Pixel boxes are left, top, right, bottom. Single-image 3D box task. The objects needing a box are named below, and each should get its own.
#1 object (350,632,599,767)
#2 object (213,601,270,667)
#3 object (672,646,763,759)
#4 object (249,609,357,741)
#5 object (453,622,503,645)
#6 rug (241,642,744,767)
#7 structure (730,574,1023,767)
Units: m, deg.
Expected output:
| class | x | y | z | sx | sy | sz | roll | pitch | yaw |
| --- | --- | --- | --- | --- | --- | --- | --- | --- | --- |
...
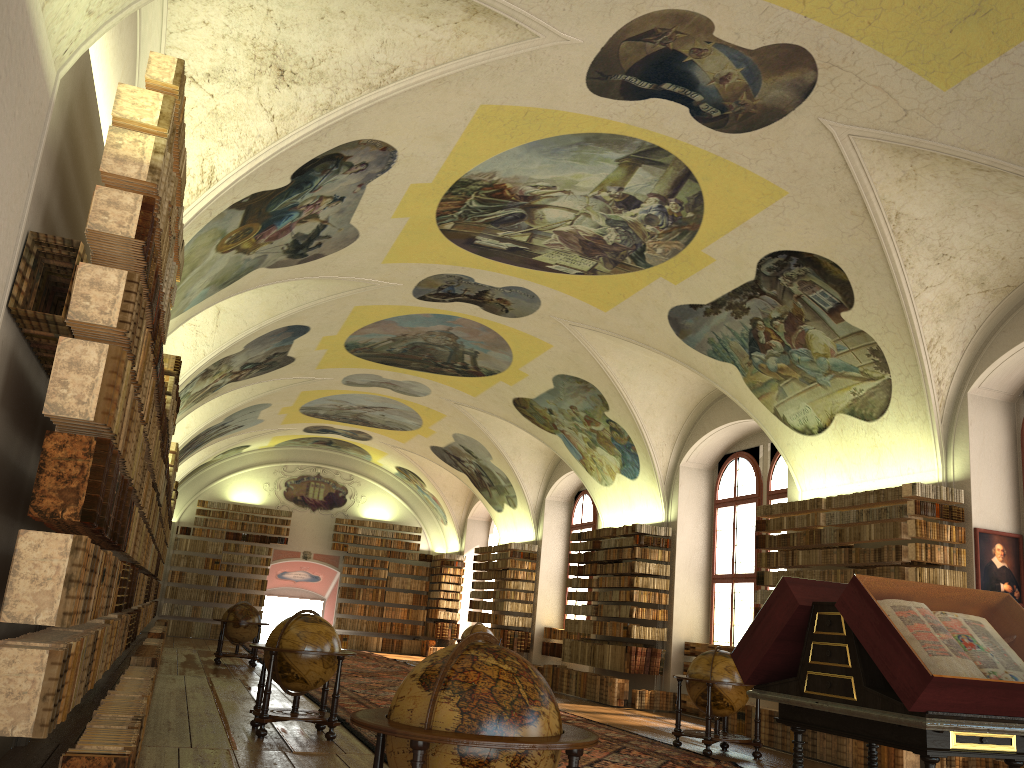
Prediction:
| class | x | y | z | sx | sy | sz | roll | pitch | yaw |
| --- | --- | --- | --- | --- | --- | --- | --- | --- | --- |
| object | -0.214 | 2.009 | 4.525 | 1.279 | 1.442 | 1.284 | -4 | -17 | 32 |
| object | -6.355 | 5.808 | 20.701 | 1.279 | 1.442 | 1.285 | -1 | -16 | 23 |
| object | 2.910 | 4.452 | 12.532 | 1.279 | 1.442 | 1.284 | -4 | -17 | 32 |
| object | -2.545 | 3.453 | 10.670 | 1.279 | 1.442 | 1.285 | 0 | -15 | 18 |
| object | -0.890 | 6.806 | 22.555 | 1.279 | 1.442 | 1.285 | -1 | -16 | 23 |
| rug | -0.959 | 5.366 | 14.635 | 4.709 | 0.064 | 37.042 | 10 | -16 | -18 |
| structure | 2.453 | 2.286 | 5.662 | 1.246 | 1.972 | 1.898 | 10 | -15 | -18 |
